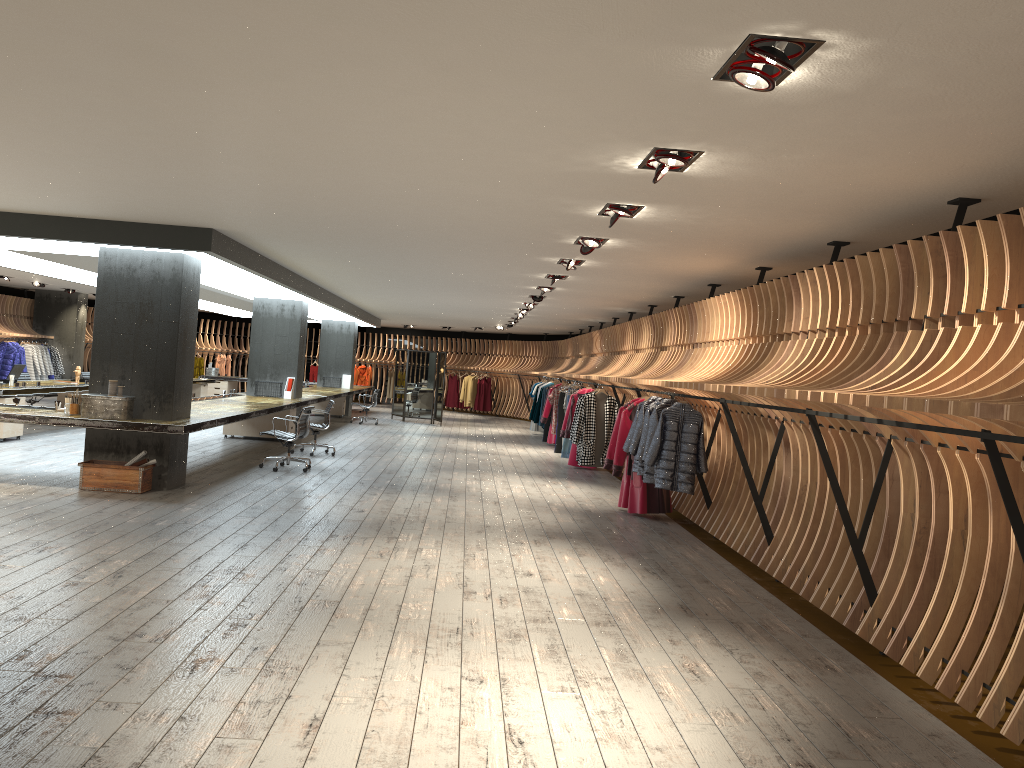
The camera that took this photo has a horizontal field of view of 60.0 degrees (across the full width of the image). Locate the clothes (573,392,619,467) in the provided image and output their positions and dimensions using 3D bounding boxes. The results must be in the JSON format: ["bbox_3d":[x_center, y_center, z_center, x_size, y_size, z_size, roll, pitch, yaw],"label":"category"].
[{"bbox_3d":[1.315,0.693,13.499,0.772,1.160,0.191,4,0,-12],"label":"clothes"}]

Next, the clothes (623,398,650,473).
[{"bbox_3d":[1.506,0.565,9.598,0.746,0.854,0.166,4,0,42],"label":"clothes"}]

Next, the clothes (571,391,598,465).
[{"bbox_3d":[1.318,0.690,13.724,0.773,1.160,0.191,4,0,-2],"label":"clothes"}]

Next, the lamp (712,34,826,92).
[{"bbox_3d":[0.957,-1.253,3.342,0.269,0.293,0.493,4,1,-3],"label":"lamp"}]

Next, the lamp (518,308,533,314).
[{"bbox_3d":[0.263,-1.521,17.679,0.269,0.296,0.493,4,1,-3],"label":"lamp"}]

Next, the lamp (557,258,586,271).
[{"bbox_3d":[0.648,-1.372,9.714,0.269,0.294,0.493,4,1,-3],"label":"lamp"}]

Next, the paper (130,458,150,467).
[{"bbox_3d":[-4.075,0.913,9.181,0.723,0.365,0.047,4,0,17],"label":"paper"}]

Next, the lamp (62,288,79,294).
[{"bbox_3d":[-11.184,-2.435,22.410,0.269,0.292,0.493,4,1,-3],"label":"lamp"}]

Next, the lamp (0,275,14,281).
[{"bbox_3d":[-11.030,-2.374,19.224,0.269,0.294,0.493,4,1,-3],"label":"lamp"}]

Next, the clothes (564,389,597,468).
[{"bbox_3d":[1.259,0.729,14.781,0.840,1.312,0.321,4,0,26],"label":"clothes"}]

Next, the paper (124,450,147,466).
[{"bbox_3d":[-4.032,0.888,9.147,0.572,0.460,0.043,4,0,15],"label":"paper"}]

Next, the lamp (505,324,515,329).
[{"bbox_3d":[-0.048,-1.643,24.051,0.269,0.291,0.493,4,1,-7],"label":"lamp"}]

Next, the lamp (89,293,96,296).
[{"bbox_3d":[-11.202,-2.461,24.003,0.269,0.292,0.492,4,1,4],"label":"lamp"}]

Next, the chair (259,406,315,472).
[{"bbox_3d":[-3.030,0.714,11.915,0.667,0.859,0.693,4,0,-7],"label":"chair"}]

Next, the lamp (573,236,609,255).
[{"bbox_3d":[0.725,-1.338,8.121,0.269,0.302,0.493,4,1,-3],"label":"lamp"}]

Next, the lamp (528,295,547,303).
[{"bbox_3d":[0.417,-1.463,14.493,0.269,0.291,0.493,4,1,-3],"label":"lamp"}]

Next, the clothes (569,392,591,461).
[{"bbox_3d":[1.290,0.684,14.015,0.773,1.160,0.191,4,0,18],"label":"clothes"}]

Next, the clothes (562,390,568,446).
[{"bbox_3d":[1.109,0.690,17.055,0.278,1.141,0.172,4,0,4],"label":"clothes"}]

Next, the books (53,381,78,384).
[{"bbox_3d":[-7.872,-0.031,15.599,0.366,0.026,0.213,4,1,8],"label":"books"}]

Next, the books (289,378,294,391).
[{"bbox_3d":[-3.991,0.082,16.046,0.048,0.368,0.215,4,0,-3],"label":"books"}]

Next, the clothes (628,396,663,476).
[{"bbox_3d":[1.493,0.555,9.317,0.501,0.854,0.245,4,0,-18],"label":"clothes"}]

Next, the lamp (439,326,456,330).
[{"bbox_3d":[-2.061,-1.853,28.243,0.493,0.294,0.269,5,1,42],"label":"lamp"}]

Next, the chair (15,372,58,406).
[{"bbox_3d":[-8.665,0.236,16.101,0.667,0.859,0.693,4,0,-12],"label":"chair"}]

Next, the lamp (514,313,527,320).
[{"bbox_3d":[0.185,-1.548,19.272,0.269,0.301,0.493,4,1,-3],"label":"lamp"}]

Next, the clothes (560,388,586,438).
[{"bbox_3d":[1.244,0.724,15.069,0.840,1.312,0.321,4,0,16],"label":"clothes"}]

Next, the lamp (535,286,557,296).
[{"bbox_3d":[0.494,-1.432,12.900,0.269,0.294,0.493,4,1,-3],"label":"lamp"}]

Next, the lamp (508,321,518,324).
[{"bbox_3d":[0.031,-1.611,22.458,0.269,0.294,0.493,4,1,-3],"label":"lamp"}]

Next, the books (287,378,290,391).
[{"bbox_3d":[-4.034,0.079,16.044,0.048,0.368,0.215,4,0,-3],"label":"books"}]

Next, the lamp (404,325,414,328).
[{"bbox_3d":[-3.377,-1.964,29.126,0.493,0.292,0.269,5,0,30],"label":"lamp"}]

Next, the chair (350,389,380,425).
[{"bbox_3d":[-3.543,0.532,21.402,0.667,0.859,0.693,4,0,-7],"label":"chair"}]

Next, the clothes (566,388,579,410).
[{"bbox_3d":[1.132,0.826,16.805,0.277,1.543,0.316,4,0,-4],"label":"clothes"}]

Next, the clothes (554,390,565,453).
[{"bbox_3d":[1.132,0.803,17.367,0.539,1.353,0.087,4,0,-3],"label":"clothes"}]

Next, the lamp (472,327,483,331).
[{"bbox_3d":[-1.022,-1.759,27.047,0.269,0.292,0.493,4,1,-35],"label":"lamp"}]

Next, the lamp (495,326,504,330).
[{"bbox_3d":[-0.333,-1.689,25.618,0.269,0.287,0.493,4,1,-22],"label":"lamp"}]

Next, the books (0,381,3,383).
[{"bbox_3d":[-8.065,-0.034,13.860,0.186,0.027,0.112,4,1,-18],"label":"books"}]

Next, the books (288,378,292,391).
[{"bbox_3d":[-4.012,0.080,16.045,0.048,0.368,0.215,4,0,-3],"label":"books"}]

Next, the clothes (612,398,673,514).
[{"bbox_3d":[1.561,0.827,9.988,0.840,1.317,0.318,4,0,5],"label":"clothes"}]

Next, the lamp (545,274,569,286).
[{"bbox_3d":[0.571,-1.401,11.307,0.269,0.295,0.493,4,1,-3],"label":"lamp"}]

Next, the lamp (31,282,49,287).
[{"bbox_3d":[-11.107,-2.408,20.817,0.269,0.286,0.493,4,1,-3],"label":"lamp"}]

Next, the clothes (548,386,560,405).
[{"bbox_3d":[1.089,0.548,18.295,0.760,1.020,0.188,4,0,-2],"label":"clothes"}]

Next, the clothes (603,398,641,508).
[{"bbox_3d":[1.477,0.811,10.262,0.840,1.312,0.321,4,0,26],"label":"clothes"}]

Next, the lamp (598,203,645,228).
[{"bbox_3d":[0.802,-1.310,6.528,0.269,0.298,0.493,4,1,-3],"label":"lamp"}]

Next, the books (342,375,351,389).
[{"bbox_3d":[-4.398,-0.058,23.532,0.215,0.368,0.073,4,0,-3],"label":"books"}]

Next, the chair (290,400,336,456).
[{"bbox_3d":[-3.138,0.674,13.990,0.667,0.859,0.694,4,0,-27],"label":"chair"}]

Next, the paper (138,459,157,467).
[{"bbox_3d":[-4.034,0.915,9.207,0.624,0.290,0.041,4,0,-21],"label":"paper"}]

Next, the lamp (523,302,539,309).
[{"bbox_3d":[0.340,-1.497,16.086,0.269,0.284,0.493,4,1,-3],"label":"lamp"}]

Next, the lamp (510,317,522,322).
[{"bbox_3d":[0.109,-1.585,20.865,0.269,0.286,0.493,4,1,-3],"label":"lamp"}]

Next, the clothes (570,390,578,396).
[{"bbox_3d":[1.171,0.495,16.225,0.278,0.767,0.263,4,0,5],"label":"clothes"}]

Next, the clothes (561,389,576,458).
[{"bbox_3d":[1.127,0.837,16.512,0.373,1.536,0.312,4,0,8],"label":"clothes"}]

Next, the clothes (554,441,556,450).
[{"bbox_3d":[1.105,0.797,17.569,0.539,1.353,0.087,4,0,37],"label":"clothes"}]

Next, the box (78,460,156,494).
[{"bbox_3d":[-4.118,0.967,9.231,0.664,0.282,0.342,4,0,-3],"label":"box"}]

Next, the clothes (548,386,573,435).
[{"bbox_3d":[1.084,0.549,18.072,0.759,1.030,0.179,4,0,-17],"label":"clothes"}]

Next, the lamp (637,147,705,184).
[{"bbox_3d":[0.879,-1.282,4.935,0.269,0.295,0.493,4,1,-3],"label":"lamp"}]
